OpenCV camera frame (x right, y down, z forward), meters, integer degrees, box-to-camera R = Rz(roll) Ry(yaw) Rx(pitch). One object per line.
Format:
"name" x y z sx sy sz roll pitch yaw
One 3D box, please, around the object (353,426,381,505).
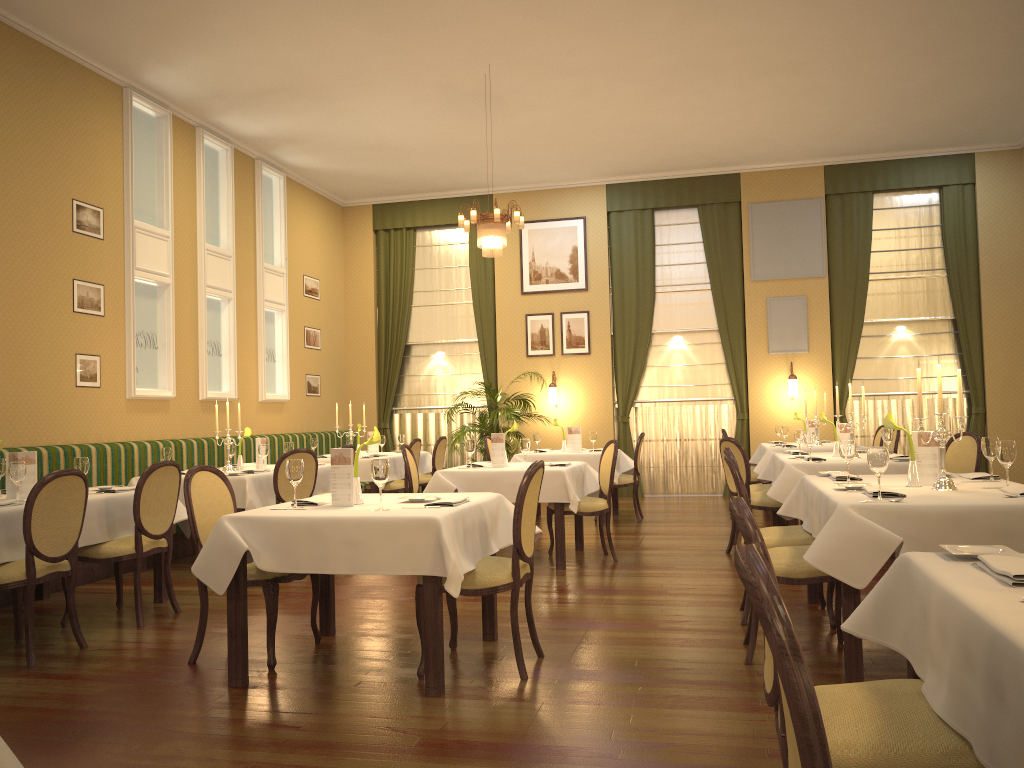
"object" -0.717 0.395 4.321 0.163 0.375 0.076 -1 -2 -10

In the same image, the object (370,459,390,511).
"object" -0.589 0.451 3.971 0.088 0.229 0.088 0 -2 -29

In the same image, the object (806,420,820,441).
"object" 3.410 0.547 9.987 0.166 0.277 0.081 -1 -2 -15

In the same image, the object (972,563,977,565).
"object" 1.241 0.443 2.206 0.181 0.015 0.038 -2 -2 15

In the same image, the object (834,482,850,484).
"object" 1.807 0.524 4.705 0.185 0.010 0.017 -2 -2 14

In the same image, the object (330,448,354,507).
"object" -0.825 0.445 4.232 0.081 0.277 0.166 0 -2 -30

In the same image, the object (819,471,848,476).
"object" 1.908 0.536 5.254 0.160 0.024 0.160 -2 -2 13

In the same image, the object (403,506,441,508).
"object" -0.413 0.558 4.021 0.185 0.010 0.017 -2 -2 13

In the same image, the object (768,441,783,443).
"object" 3.198 0.708 10.768 0.160 0.024 0.160 -2 -2 13

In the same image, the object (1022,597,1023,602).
"object" 1.119 0.432 1.766 0.185 0.010 0.017 -2 -2 14

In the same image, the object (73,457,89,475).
"object" -2.598 0.557 5.352 0.088 0.229 0.088 0 -2 -29

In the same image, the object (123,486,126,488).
"object" -2.474 0.679 5.819 0.181 0.015 0.038 -2 -2 15

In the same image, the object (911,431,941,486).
"object" 2.119 0.375 4.474 0.166 0.277 0.081 -1 -2 -15

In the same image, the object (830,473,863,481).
"object" 1.876 0.524 4.986 0.142 0.033 0.273 -2 -2 13

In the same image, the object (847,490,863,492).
"object" 1.692 0.508 4.214 0.185 0.010 0.017 -2 -2 14

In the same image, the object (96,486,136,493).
"object" -2.471 0.667 5.595 0.142 0.024 0.273 -2 -2 13

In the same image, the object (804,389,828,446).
"object" 3.350 0.353 9.766 0.390 0.655 0.131 -1 -2 -21

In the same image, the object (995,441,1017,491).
"object" 2.301 0.379 4.124 0.088 0.229 0.088 0 -3 -35

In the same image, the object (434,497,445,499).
"object" -0.308 0.568 4.414 0.181 0.015 0.038 -2 -2 15

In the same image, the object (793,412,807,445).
"object" 3.258 0.500 9.975 0.163 0.375 0.076 -3 -3 35

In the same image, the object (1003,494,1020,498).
"object" 2.193 0.477 3.782 0.181 0.015 0.038 -2 -2 15

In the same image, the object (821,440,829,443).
"object" 3.680 0.685 10.500 0.160 0.024 0.160 -2 -2 13

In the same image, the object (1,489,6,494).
"object" -3.144 0.687 5.739 0.142 0.033 0.273 -2 -2 13

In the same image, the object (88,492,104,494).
"object" -2.579 0.669 5.425 0.185 0.010 0.017 -2 -2 13

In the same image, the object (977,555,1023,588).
"object" 1.188 0.432 2.047 0.142 0.033 0.273 -2 -2 13

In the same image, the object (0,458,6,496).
"object" -3.205 0.581 5.545 0.088 0.229 0.088 0 -2 -29

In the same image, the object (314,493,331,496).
"object" -0.934 0.590 4.657 0.160 0.024 0.160 -2 -2 13

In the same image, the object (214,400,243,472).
"object" -2.436 0.428 7.606 0.390 0.655 0.131 -3 -2 27

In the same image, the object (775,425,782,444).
"object" 3.106 0.589 10.305 0.088 0.229 0.088 0 -2 -29

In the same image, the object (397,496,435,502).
"object" -0.465 0.565 4.335 0.160 0.024 0.160 -2 -2 13

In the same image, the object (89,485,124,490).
"object" -2.631 0.676 5.740 0.160 0.024 0.160 -2 -2 13

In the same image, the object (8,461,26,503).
"object" -2.719 0.542 4.877 0.088 0.229 0.088 0 -2 -29

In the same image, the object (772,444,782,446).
"object" 2.967 0.680 9.859 0.160 0.024 0.160 -2 -2 13

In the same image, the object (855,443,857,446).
"object" 3.573 0.645 9.443 0.142 0.033 0.273 -2 -2 13

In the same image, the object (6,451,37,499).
"object" -2.901 0.538 5.227 0.166 0.277 0.081 -1 -2 -15

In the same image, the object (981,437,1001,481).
"object" 2.516 0.393 4.658 0.088 0.229 0.088 0 -2 -29

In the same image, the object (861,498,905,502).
"object" 1.565 0.492 3.750 0.181 0.015 0.038 -2 -2 15

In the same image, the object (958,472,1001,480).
"object" 2.549 0.504 4.842 0.142 0.024 0.273 -2 -2 13

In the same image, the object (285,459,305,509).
"object" -1.026 0.471 4.194 0.088 0.229 0.088 0 -2 -29

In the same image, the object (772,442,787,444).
"object" 3.220 0.707 10.657 0.181 0.015 0.038 -2 -2 15

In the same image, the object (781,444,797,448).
"object" 2.982 0.665 9.546 0.142 0.033 0.273 -2 -2 13

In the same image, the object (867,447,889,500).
"object" 1.587 0.388 3.839 0.088 0.229 0.088 0 -2 -29

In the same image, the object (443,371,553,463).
"object" -0.199 0.723 12.136 1.496 1.807 1.552 -1 -2 -6

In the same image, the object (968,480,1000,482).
"object" 2.422 0.503 4.591 0.185 0.010 0.017 -2 -2 13

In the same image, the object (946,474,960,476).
"object" 2.547 0.515 5.066 0.181 0.015 0.038 -2 -2 15

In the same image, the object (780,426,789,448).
"object" 2.878 0.560 9.352 0.088 0.229 0.088 0 -2 -29

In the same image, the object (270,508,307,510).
"object" -1.034 0.578 4.107 0.185 0.010 0.017 -2 -2 14

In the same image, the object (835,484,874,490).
"object" 1.676 0.508 4.346 0.160 0.024 0.160 -2 -2 13

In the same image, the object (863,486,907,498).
"object" 1.691 0.493 4.033 0.142 0.033 0.273 -2 -2 13

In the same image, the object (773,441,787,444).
"object" 3.167 0.696 10.499 0.142 0.033 0.273 -2 -2 13

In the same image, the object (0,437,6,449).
"object" -3.091 0.495 5.294 0.076 0.375 0.163 -1 -2 -5

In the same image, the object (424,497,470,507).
"object" -0.305 0.556 4.190 0.142 0.024 0.273 -2 -2 13

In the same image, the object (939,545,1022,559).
"object" 1.220 0.444 2.316 0.160 0.024 0.160 -2 -2 13

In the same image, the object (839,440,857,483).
"object" 1.815 0.417 4.792 0.088 0.229 0.088 0 -2 -29

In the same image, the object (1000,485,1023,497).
"object" 2.283 0.473 3.930 0.142 0.033 0.273 -2 -2 13

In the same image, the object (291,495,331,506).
"object" -0.966 0.578 4.388 0.142 0.033 0.273 -2 -2 13

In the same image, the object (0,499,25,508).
"object" -2.738 0.636 4.683 0.142 0.033 0.273 -2 -2 13

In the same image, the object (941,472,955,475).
"object" 2.389 0.513 4.987 0.160 0.024 0.160 -2 -2 13
